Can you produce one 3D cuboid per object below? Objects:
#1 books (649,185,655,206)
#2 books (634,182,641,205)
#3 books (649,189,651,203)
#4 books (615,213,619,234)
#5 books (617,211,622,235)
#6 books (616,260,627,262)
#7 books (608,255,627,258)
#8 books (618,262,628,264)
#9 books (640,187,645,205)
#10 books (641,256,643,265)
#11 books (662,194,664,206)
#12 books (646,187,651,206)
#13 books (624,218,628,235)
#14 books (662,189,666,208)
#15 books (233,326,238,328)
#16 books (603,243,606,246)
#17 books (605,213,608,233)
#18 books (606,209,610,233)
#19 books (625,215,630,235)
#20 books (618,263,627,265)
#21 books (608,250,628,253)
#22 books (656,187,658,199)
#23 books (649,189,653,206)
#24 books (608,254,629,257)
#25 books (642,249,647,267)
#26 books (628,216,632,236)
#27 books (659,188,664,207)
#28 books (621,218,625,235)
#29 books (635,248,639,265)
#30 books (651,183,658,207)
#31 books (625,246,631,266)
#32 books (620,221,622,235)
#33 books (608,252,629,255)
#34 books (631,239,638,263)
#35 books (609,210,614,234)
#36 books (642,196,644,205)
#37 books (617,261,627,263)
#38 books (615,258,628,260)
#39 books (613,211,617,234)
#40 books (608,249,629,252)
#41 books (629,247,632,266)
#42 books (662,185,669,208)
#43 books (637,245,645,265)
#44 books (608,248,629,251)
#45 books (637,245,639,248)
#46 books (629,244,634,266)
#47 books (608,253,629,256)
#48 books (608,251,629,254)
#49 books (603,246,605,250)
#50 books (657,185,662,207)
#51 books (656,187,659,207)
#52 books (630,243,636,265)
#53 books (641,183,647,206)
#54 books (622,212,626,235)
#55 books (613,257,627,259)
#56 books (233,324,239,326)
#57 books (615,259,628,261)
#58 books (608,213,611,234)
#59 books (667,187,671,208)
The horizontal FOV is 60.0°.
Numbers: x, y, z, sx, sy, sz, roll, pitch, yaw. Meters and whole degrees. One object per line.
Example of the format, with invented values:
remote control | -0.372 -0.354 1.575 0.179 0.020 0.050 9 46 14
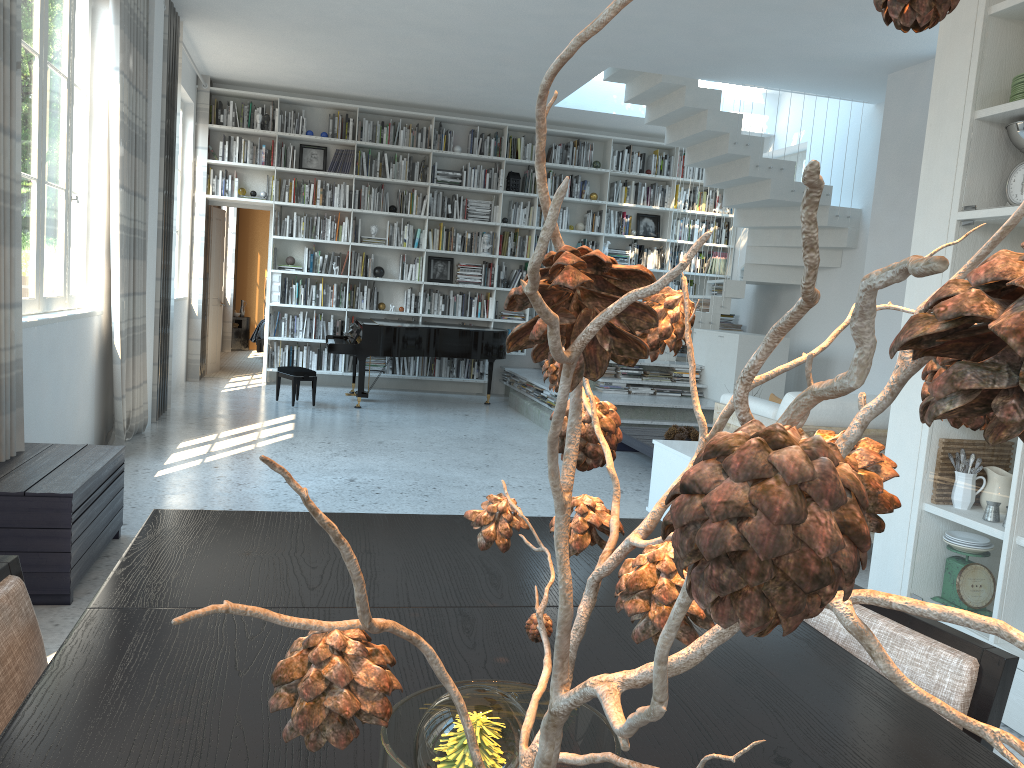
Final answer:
books | 1.683 -2.267 10.751 0.023 0.264 0.155 3 7 -13
books | 1.485 -2.273 10.656 0.032 0.266 0.245 3 6 -13
books | 1.634 -2.246 10.744 0.013 0.216 0.177 3 6 -13
books | 1.251 -1.930 10.721 0.043 0.269 0.131 3 7 -13
books | 1.284 -1.935 10.703 0.012 0.288 0.176 3 6 -13
books | 1.247 -1.494 10.762 0.254 0.012 0.160 3 6 -11
books | 1.256 -1.542 10.752 0.254 0.012 0.160 4 6 -8
books | 1.247 -1.469 10.758 0.285 0.012 0.159 4 6 -8
books | 1.542 -2.256 10.700 0.030 0.230 0.186 3 6 -13
books | 1.574 -1.550 10.847 0.010 0.278 0.128 3 7 -13
books | 1.808 -2.253 10.794 0.014 0.246 0.142 3 7 -13
books | 1.625 -2.256 10.723 0.014 0.240 0.189 3 6 -13
books | 1.348 -1.895 10.726 0.033 0.213 0.152 3 6 -13
books | 1.826 -2.245 10.791 0.022 0.234 0.158 3 6 -13
books | -4.398 -0.906 13.902 0.128 0.030 0.182 5 6 9
books | 1.091 -1.570 10.724 0.028 0.267 0.137 3 7 -13
books | 1.111 -1.930 10.690 0.030 0.254 0.128 3 7 -13
books | 1.137 -1.951 10.679 0.015 0.301 0.140 3 7 -13
books | 1.376 -1.913 10.729 0.021 0.253 0.166 3 6 -13
books | 1.245 -1.457 10.762 0.254 0.012 0.160 3 6 -17
books | 1.259 -1.602 10.751 0.254 0.012 0.160 3 6 -11
books | 1.719 -2.259 10.771 0.014 0.250 0.162 3 6 -13
books | 1.657 -2.244 10.739 0.031 0.218 0.165 3 6 -13
books | 1.256 -1.554 10.754 0.285 0.012 0.159 3 6 -16
books | 1.597 -1.529 10.833 0.031 0.242 0.146 3 6 -13
books | 1.401 -1.906 10.725 0.026 0.244 0.177 3 6 -13
books | 1.790 -2.249 10.773 0.030 0.241 0.162 3 6 -13
books | 1.315 -1.892 10.703 0.013 0.207 0.189 3 6 -13
books | 1.489 -1.531 10.798 0.030 0.237 0.179 3 6 -13
books | 1.709 -2.279 10.741 0.022 0.295 0.180 3 6 -13
books | 1.405 -1.545 10.786 0.012 0.254 0.160 3 6 -13
books | 1.295 -1.926 10.721 0.020 0.267 0.152 3 7 -13
books | 1.259 -1.577 10.747 0.285 0.012 0.159 3 6 -18
books | 1.476 -1.582 10.779 0.010 0.339 0.179 3 7 -13
books | 1.187 -1.942 10.688 0.065 0.289 0.145 3 7 -13
books | 1.558 -2.243 10.754 0.027 0.196 0.130 3 6 -13
books | 1.247 -1.481 10.760 0.254 0.012 0.160 4 6 -9
books | 1.251 -1.517 10.754 0.254 0.012 0.160 3 6 -18
books | 1.227 -1.938 10.704 0.012 0.285 0.159 3 7 -13
books | 1.260 -1.614 10.750 0.285 0.012 0.159 3 6 -15
books | 1.417 -1.543 10.808 0.023 0.247 0.137 3 7 -13
books | 1.852 -2.268 10.790 0.026 0.284 0.146 3 7 -13
books | 1.546 -1.551 10.812 0.059 0.282 0.167 3 7 -13
books | 1.261 -1.626 10.748 0.285 0.012 0.159 3 6 -11
books | 1.508 -1.553 10.817 0.013 0.280 0.131 3 7 -13
books | 1.446 -1.559 10.804 0.012 0.285 0.159 3 7 -13
books | 1.256 -1.566 10.755 0.285 0.012 0.159 3 6 -11
books | 1.258 -1.590 10.752 0.285 0.012 0.159 3 6 -11
books | 1.070 -1.545 10.691 0.027 0.222 0.184 3 6 -13
books | 1.760 -2.265 10.756 0.036 0.272 0.176 3 6 -13
books | 1.735 -2.256 10.761 0.011 0.249 0.151 3 6 -13
books | 1.463 -1.563 10.780 0.011 0.300 0.183 3 6 -13
books | 1.591 -2.282 10.736 0.048 0.283 0.162 3 7 -13
books | 1.329 -1.931 10.712 0.014 0.285 0.175 3 6 -13
books | 1.250 -1.531 10.763 0.254 0.012 0.160 3 6 -13
books | -4.400 -0.933 13.897 0.133 0.022 0.189 9 7 38
books | 1.249 -1.506 10.761 0.285 0.012 0.159 3 6 -15
books | 1.150 -1.923 10.677 0.011 0.248 0.155 3 6 -13
books | 1.879 -2.257 10.795 0.031 0.265 0.169 3 6 -13
